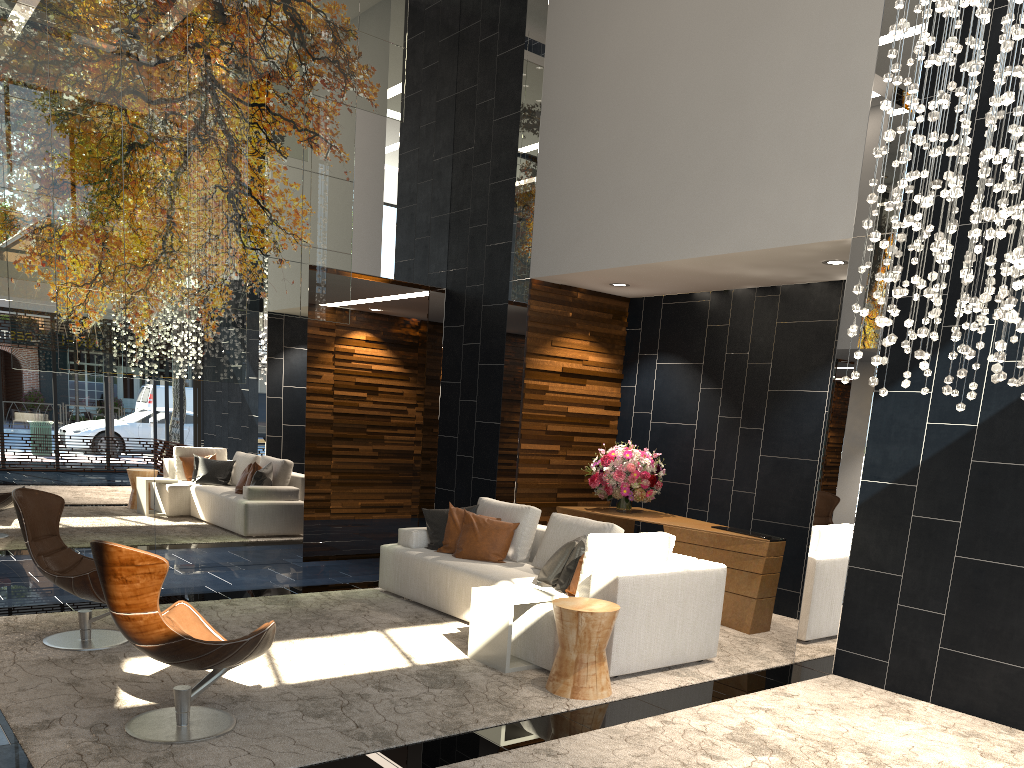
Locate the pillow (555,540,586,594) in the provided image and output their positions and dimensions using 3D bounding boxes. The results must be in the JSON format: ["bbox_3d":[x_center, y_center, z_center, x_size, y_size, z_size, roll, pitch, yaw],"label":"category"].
[{"bbox_3d":[0.474,1.238,5.898,0.253,0.425,0.546,7,3,20],"label":"pillow"}]

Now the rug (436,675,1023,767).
[{"bbox_3d":[1.534,1.829,3.833,3.418,0.006,2.287,6,-3,-39],"label":"rug"}]

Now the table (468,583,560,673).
[{"bbox_3d":[0.008,1.549,5.503,0.399,0.479,0.390,-1,7,-39],"label":"table"}]

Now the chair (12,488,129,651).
[{"bbox_3d":[-2.594,1.119,5.213,0.790,0.957,0.654,3,7,-11],"label":"chair"}]

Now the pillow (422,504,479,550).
[{"bbox_3d":[-0.502,1.183,7.145,0.552,0.428,0.248,4,7,9],"label":"pillow"}]

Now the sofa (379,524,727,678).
[{"bbox_3d":[0.044,1.475,6.484,1.291,0.700,2.791,3,-1,-39],"label":"sofa"}]

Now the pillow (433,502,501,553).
[{"bbox_3d":[-0.349,1.185,6.994,0.545,0.444,0.236,5,8,16],"label":"pillow"}]

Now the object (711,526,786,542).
[{"bbox_3d":[1.950,1.226,7.070,0.242,0.027,0.695,5,-2,-28],"label":"object"}]

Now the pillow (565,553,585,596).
[{"bbox_3d":[0.565,1.224,5.718,0.518,0.424,0.261,1,7,-42],"label":"pillow"}]

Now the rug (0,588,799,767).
[{"bbox_3d":[-0.331,1.792,6.196,5.904,0.006,3.146,6,-3,-38],"label":"rug"}]

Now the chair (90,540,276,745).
[{"bbox_3d":[-1.483,1.149,3.977,0.670,0.956,0.773,6,6,19],"label":"chair"}]

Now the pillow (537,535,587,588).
[{"bbox_3d":[0.354,1.237,6.032,0.298,0.374,0.496,5,3,11],"label":"pillow"}]

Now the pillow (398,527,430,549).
[{"bbox_3d":[-0.674,1.304,7.384,0.623,0.155,0.235,5,0,-43],"label":"pillow"}]

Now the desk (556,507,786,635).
[{"bbox_3d":[1.470,1.601,7.742,0.989,0.769,2.196,2,1,-39],"label":"desk"}]

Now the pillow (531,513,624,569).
[{"bbox_3d":[0.478,1.206,6.385,0.289,0.448,0.703,-2,5,-38],"label":"pillow"}]

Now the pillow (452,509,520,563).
[{"bbox_3d":[-0.220,1.212,6.821,0.515,0.426,0.262,5,7,21],"label":"pillow"}]

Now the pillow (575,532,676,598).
[{"bbox_3d":[0.742,1.189,5.606,0.712,0.471,0.212,3,8,-37],"label":"pillow"}]

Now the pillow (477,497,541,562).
[{"bbox_3d":[-0.078,1.187,7.069,0.246,0.464,0.704,-3,6,-39],"label":"pillow"}]

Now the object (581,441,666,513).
[{"bbox_3d":[1.076,0.864,8.078,0.647,0.696,0.687,8,6,42],"label":"object"}]

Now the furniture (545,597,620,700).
[{"bbox_3d":[0.409,1.531,5.010,0.393,0.536,0.380,3,6,-4],"label":"furniture"}]
